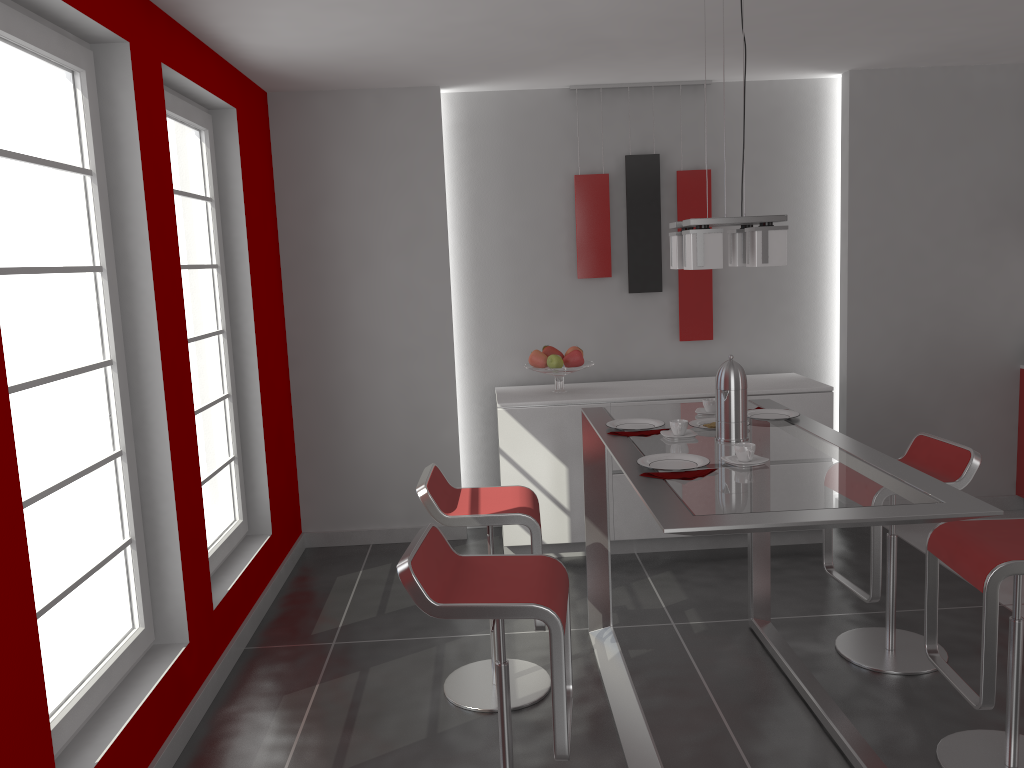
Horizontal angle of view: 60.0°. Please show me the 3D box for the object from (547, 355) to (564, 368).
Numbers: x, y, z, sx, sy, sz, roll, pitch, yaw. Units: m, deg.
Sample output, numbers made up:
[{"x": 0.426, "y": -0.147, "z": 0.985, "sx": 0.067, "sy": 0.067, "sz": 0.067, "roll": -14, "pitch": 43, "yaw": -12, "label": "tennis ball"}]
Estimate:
[{"x": 0.243, "y": -0.121, "z": 4.860, "sx": 0.100, "sy": 0.086, "sz": 0.083, "roll": -10, "pitch": 11, "yaw": -42, "label": "object"}]

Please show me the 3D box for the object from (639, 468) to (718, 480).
[{"x": 0.483, "y": 0.258, "z": 2.512, "sx": 0.234, "sy": 0.012, "sz": 0.095, "roll": -3, "pitch": 8, "yaw": -3, "label": "object"}]

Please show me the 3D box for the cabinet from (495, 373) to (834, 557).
[{"x": 0.830, "y": 0.453, "z": 5.082, "sx": 1.802, "sy": 0.880, "sz": 0.610, "roll": -3, "pitch": 8, "yaw": -2, "label": "cabinet"}]

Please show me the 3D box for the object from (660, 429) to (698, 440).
[{"x": 0.577, "y": 0.176, "z": 3.060, "sx": 0.119, "sy": 0.016, "sz": 0.119, "roll": -3, "pitch": 8, "yaw": -4, "label": "object"}]

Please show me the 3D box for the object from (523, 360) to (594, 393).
[{"x": 0.266, "y": -0.034, "z": 4.989, "sx": 0.398, "sy": 0.159, "sz": 0.398, "roll": -10, "pitch": 11, "yaw": -42, "label": "object"}]

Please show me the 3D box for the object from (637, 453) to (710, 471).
[{"x": 0.481, "y": 0.237, "z": 2.649, "sx": 0.217, "sy": 0.015, "sz": 0.217, "roll": 1, "pitch": 9, "yaw": 22, "label": "object"}]

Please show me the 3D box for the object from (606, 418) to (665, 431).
[{"x": 0.453, "y": 0.153, "z": 3.259, "sx": 0.217, "sy": 0.015, "sz": 0.217, "roll": -6, "pitch": 9, "yaw": -26, "label": "object"}]

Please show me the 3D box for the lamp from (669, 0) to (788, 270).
[{"x": 0.671, "y": -0.885, "z": 2.804, "sx": 0.304, "sy": 1.025, "sz": 0.304, "roll": -3, "pitch": 8, "yaw": -2, "label": "lamp"}]

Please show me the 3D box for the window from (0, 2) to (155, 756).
[{"x": -1.322, "y": -0.021, "z": 2.592, "sx": 0.117, "sy": 2.038, "sz": 0.938, "roll": -3, "pitch": 8, "yaw": -2, "label": "window"}]

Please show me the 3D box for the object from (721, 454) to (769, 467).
[{"x": 0.695, "y": 0.229, "z": 2.647, "sx": 0.119, "sy": 0.016, "sz": 0.119, "roll": -6, "pitch": 9, "yaw": -21, "label": "object"}]

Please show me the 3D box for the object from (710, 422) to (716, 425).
[{"x": 0.737, "y": 0.143, "z": 3.208, "sx": 0.034, "sy": 0.006, "sz": 0.036, "roll": 3, "pitch": 10, "yaw": 35, "label": "object"}]

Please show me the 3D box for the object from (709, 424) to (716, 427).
[{"x": 0.724, "y": 0.149, "z": 3.170, "sx": 0.036, "sy": 0.006, "sz": 0.034, "roll": -1, "pitch": 8, "yaw": 10, "label": "object"}]

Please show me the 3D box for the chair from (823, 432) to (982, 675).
[{"x": 1.528, "y": 0.653, "z": 3.522, "sx": 0.460, "sy": 0.857, "sz": 0.418, "roll": -3, "pitch": 8, "yaw": -6, "label": "chair"}]

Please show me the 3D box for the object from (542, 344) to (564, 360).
[{"x": 0.221, "y": -0.170, "z": 5.071, "sx": 0.117, "sy": 0.129, "sz": 0.150, "roll": -10, "pitch": 11, "yaw": -44, "label": "object"}]

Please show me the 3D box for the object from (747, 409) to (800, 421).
[{"x": 0.969, "y": 0.119, "z": 3.334, "sx": 0.217, "sy": 0.015, "sz": 0.217, "roll": 3, "pitch": 10, "yaw": 34, "label": "object"}]

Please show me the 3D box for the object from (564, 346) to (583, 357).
[{"x": 0.350, "y": -0.166, "z": 5.064, "sx": 0.097, "sy": 0.101, "sz": 0.121, "roll": -6, "pitch": 9, "yaw": -23, "label": "object"}]

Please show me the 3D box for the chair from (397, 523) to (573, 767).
[{"x": -0.047, "y": 0.859, "z": 2.561, "sx": 0.460, "sy": 0.857, "sz": 0.418, "roll": -2, "pitch": 8, "yaw": 6, "label": "chair"}]

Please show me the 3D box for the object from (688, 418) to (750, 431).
[{"x": 0.746, "y": 0.148, "z": 3.198, "sx": 0.217, "sy": 0.015, "sz": 0.217, "roll": 3, "pitch": 10, "yaw": 35, "label": "object"}]

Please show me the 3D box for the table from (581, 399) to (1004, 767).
[{"x": 0.742, "y": 0.693, "z": 2.971, "sx": 0.800, "sy": 1.000, "sz": 1.700, "roll": -3, "pitch": 8, "yaw": -2, "label": "table"}]

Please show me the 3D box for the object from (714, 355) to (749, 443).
[{"x": 0.735, "y": 0.042, "z": 2.982, "sx": 0.113, "sy": 0.287, "sz": 0.149, "roll": -2, "pitch": 8, "yaw": 6, "label": "object"}]

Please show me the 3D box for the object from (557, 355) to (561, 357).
[{"x": 0.238, "y": -0.124, "z": 4.990, "sx": 0.084, "sy": 0.079, "sz": 0.086, "roll": 1, "pitch": 9, "yaw": 26, "label": "object"}]

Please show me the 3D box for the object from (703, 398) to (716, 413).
[{"x": 0.777, "y": 0.085, "z": 3.473, "sx": 0.062, "sy": 0.049, "sz": 0.078, "roll": -3, "pitch": 8, "yaw": -2, "label": "object"}]

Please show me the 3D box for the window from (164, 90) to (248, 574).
[{"x": -1.368, "y": -0.200, "z": 3.879, "sx": 0.117, "sy": 2.038, "sz": 0.938, "roll": -3, "pitch": 8, "yaw": -2, "label": "window"}]

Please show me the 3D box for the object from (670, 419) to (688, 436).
[{"x": 0.571, "y": 0.153, "z": 3.051, "sx": 0.062, "sy": 0.049, "sz": 0.078, "roll": 4, "pitch": 10, "yaw": 38, "label": "object"}]

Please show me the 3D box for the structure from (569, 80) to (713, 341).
[{"x": 0.774, "y": -0.990, "z": 5.210, "sx": 0.820, "sy": 1.503, "sz": 0.040, "roll": -3, "pitch": 8, "yaw": -2, "label": "structure"}]

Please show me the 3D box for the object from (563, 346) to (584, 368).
[{"x": 0.344, "y": -0.154, "z": 4.933, "sx": 0.117, "sy": 0.133, "sz": 0.097, "roll": -4, "pitch": 8, "yaw": -12, "label": "object"}]

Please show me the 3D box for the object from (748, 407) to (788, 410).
[{"x": 0.971, "y": 0.102, "z": 3.470, "sx": 0.234, "sy": 0.012, "sz": 0.095, "roll": -3, "pitch": 8, "yaw": -2, "label": "object"}]

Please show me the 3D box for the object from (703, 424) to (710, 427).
[{"x": 0.714, "y": 0.149, "z": 3.212, "sx": 0.034, "sy": 0.006, "sz": 0.036, "roll": -6, "pitch": 9, "yaw": -22, "label": "object"}]

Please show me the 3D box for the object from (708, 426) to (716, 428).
[{"x": 0.720, "y": 0.154, "z": 3.173, "sx": 0.036, "sy": 0.006, "sz": 0.034, "roll": -2, "pitch": 8, "yaw": 2, "label": "object"}]

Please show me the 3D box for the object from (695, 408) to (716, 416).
[{"x": 0.778, "y": 0.109, "z": 3.469, "sx": 0.119, "sy": 0.016, "sz": 0.119, "roll": 0, "pitch": 8, "yaw": 18, "label": "object"}]

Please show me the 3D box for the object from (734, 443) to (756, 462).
[{"x": 0.691, "y": 0.206, "z": 2.636, "sx": 0.062, "sy": 0.049, "sz": 0.078, "roll": 1, "pitch": 9, "yaw": 21, "label": "object"}]

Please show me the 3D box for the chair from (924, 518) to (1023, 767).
[{"x": 1.553, "y": 0.769, "z": 2.694, "sx": 0.460, "sy": 0.857, "sz": 0.418, "roll": -2, "pitch": 8, "yaw": 3, "label": "chair"}]

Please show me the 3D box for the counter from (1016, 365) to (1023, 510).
[{"x": 3.931, "y": 0.459, "z": 4.058, "sx": 2.865, "sy": 0.880, "sz": 1.868, "roll": 2, "pitch": 9, "yaw": 32, "label": "counter"}]

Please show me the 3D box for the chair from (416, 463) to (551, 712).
[{"x": -0.095, "y": 0.746, "z": 3.378, "sx": 0.460, "sy": 0.857, "sz": 0.418, "roll": -2, "pitch": 8, "yaw": 1, "label": "chair"}]

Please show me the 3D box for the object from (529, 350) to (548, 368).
[{"x": 0.152, "y": -0.140, "z": 4.975, "sx": 0.117, "sy": 0.105, "sz": 0.096, "roll": 2, "pitch": 9, "yaw": 27, "label": "object"}]

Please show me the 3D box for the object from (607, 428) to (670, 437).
[{"x": 0.455, "y": 0.174, "z": 3.122, "sx": 0.234, "sy": 0.012, "sz": 0.095, "roll": -3, "pitch": 8, "yaw": -3, "label": "object"}]
